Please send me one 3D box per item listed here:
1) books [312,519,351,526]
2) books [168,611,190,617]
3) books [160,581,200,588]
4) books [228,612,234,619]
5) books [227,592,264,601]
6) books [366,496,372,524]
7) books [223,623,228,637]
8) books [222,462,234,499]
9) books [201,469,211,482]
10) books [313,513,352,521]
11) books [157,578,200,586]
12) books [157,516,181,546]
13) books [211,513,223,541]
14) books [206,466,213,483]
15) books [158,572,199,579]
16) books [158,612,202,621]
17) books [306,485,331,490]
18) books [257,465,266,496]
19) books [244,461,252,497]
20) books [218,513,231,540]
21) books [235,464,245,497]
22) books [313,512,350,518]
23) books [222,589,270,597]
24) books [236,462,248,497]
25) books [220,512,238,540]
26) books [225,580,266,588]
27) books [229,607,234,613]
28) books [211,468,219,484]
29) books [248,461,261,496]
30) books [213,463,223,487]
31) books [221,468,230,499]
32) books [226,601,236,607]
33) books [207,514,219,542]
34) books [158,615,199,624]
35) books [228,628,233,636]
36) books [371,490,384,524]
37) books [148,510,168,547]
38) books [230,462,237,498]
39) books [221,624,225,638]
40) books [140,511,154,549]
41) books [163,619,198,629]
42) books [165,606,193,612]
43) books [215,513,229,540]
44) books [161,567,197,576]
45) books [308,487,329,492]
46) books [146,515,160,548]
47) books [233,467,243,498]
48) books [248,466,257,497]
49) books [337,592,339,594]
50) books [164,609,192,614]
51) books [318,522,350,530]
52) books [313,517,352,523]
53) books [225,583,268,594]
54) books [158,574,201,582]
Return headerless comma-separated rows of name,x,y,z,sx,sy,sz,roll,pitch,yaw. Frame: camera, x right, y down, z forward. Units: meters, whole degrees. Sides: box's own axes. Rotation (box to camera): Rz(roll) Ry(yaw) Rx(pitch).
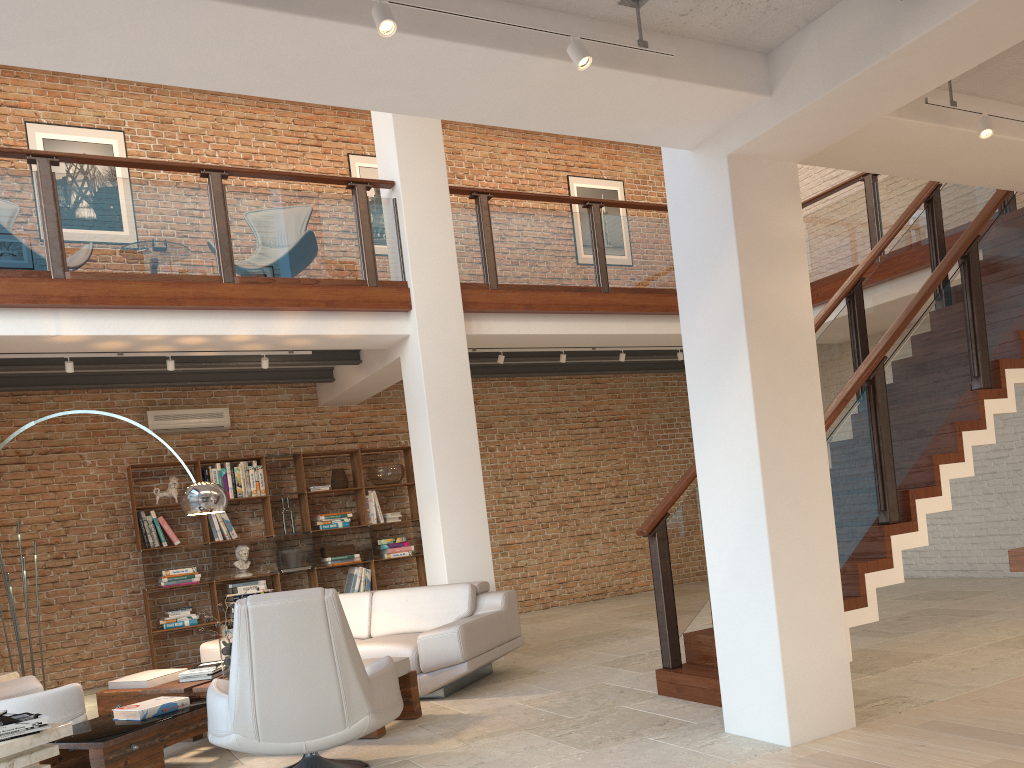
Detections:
books,-2.026,1.548,9.752,0.377,0.036,0.248,-2,-10,-28
books,-3.434,2.369,8.986,0.204,0.033,0.135,-2,-9,-28
books,-3.425,2.064,8.979,0.353,0.020,0.277,-2,-10,-28
books,-2.802,2.439,9.286,0.377,0.064,0.248,-1,-10,-34
books,-2.833,2.258,9.266,0.324,0.055,0.259,-1,-10,-33
books,-1.676,1.445,9.933,0.055,0.328,0.258,-7,-2,-29
books,-3.020,2.718,9.188,0.036,0.381,0.247,-8,-1,-29
books,-3.008,1.034,9.229,0.036,0.381,0.247,-8,-1,-29
books,-3.206,1.071,9.145,0.055,0.328,0.258,-7,-2,-29
books,-2.009,1.490,9.742,0.377,0.036,0.248,-1,-10,-35
books,-3.433,2.034,8.968,0.377,0.036,0.248,-1,-10,-33
books,-3.542,1.514,8.961,0.193,0.317,0.258,-6,-2,-29
books,-3.127,1.466,9.152,0.102,0.381,0.247,-7,-1,-29
books,-3.173,1.056,9.162,0.020,0.357,0.275,-8,-1,-29
books,-3.439,1.972,8.982,0.353,0.020,0.277,-2,-10,-30
books,-3.418,2.390,8.967,0.377,0.018,0.248,0,-11,-36
books,-2.150,1.146,9.637,0.235,0.018,0.174,0,-11,-35
books,-2.728,1.057,9.409,0.055,0.328,0.258,-7,-2,-29
books,-2.848,1.030,9.327,0.036,0.381,0.247,-8,-1,-29
books,-3.069,1.484,9.204,0.123,0.346,0.275,-7,-2,-29
books,-2.905,1.045,9.296,0.020,0.357,0.275,-8,-1,-29
books,-2.023,1.465,9.757,0.353,0.020,0.277,-2,-10,-30
books,-2.829,2.222,9.283,0.441,0.020,0.277,-2,-10,-28
books,-2.887,1.034,9.321,0.036,0.381,0.247,-8,-1,-29
books,-3.019,1.488,9.215,0.157,0.327,0.258,-6,-2,-29
books,-2.843,2.132,9.294,0.377,0.036,0.248,-2,-10,-28
books,-2.819,2.383,9.301,0.360,0.055,0.287,-2,-9,-26
books,-3.129,1.065,9.165,0.055,0.328,0.258,-7,-2,-29
books,-2.766,1.028,9.371,0.036,0.381,0.247,-8,-1,-29
books,-3.093,1.037,9.190,0.036,0.381,0.247,-8,-1,-29
books,-3.056,1.066,9.226,0.055,0.328,0.258,-7,-2,-29
books,-2.808,2.320,9.290,0.377,0.064,0.248,1,-11,-41
books,-3.172,1.471,9.155,0.100,0.381,0.247,-7,-1,-29
books,-3.434,2.420,8.969,0.377,0.036,0.248,-2,-10,-28
books,-2.972,2.741,9.204,0.057,0.328,0.258,-7,-2,-29
books,-1.575,1.418,10.013,0.100,0.381,0.247,-7,-1,-29
books,-3.616,1.481,8.896,0.120,0.379,0.247,-7,-1,-29
books,-2.981,1.035,9.256,0.036,0.381,0.247,-8,-1,-29
books,-3.044,2.716,9.157,0.036,0.381,0.247,-8,-1,-29
books,-3.715,1.485,8.856,0.090,0.382,0.247,-7,-1,-29
books,-3.406,2.464,8.973,0.325,0.055,0.259,-4,-9,-18
books,-3.431,2.314,8.974,0.250,0.017,0.165,-2,-10,-28
books,-3.084,1.483,9.186,0.123,0.346,0.275,-7,-2,-29
books,-3.435,1.933,8.983,0.324,0.055,0.259,-2,-9,-26
books,-2.139,1.171,9.634,0.204,0.033,0.135,-2,-9,-28
books,-3.676,1.512,8.898,0.101,0.332,0.258,-7,-2,-29
books,-2.930,1.058,9.265,0.055,0.328,0.258,-7,-2,-29
books,-2.802,1.055,9.344,0.055,0.328,0.258,-7,-2,-29
books,-2.026,2.347,9.740,0.131,0.033,0.209,-1,-10,-33
books,-3.445,2.344,8.988,0.235,0.018,0.174,0,-11,-35
books,-1.999,1.592,9.755,0.325,0.055,0.259,-4,-9,-18
books,-2.011,1.519,9.749,0.377,0.018,0.248,0,-11,-36
books,-2.835,2.183,9.302,0.377,0.064,0.248,-1,-10,-34
books,-3.424,1.996,8.966,0.377,0.036,0.248,-1,-10,-35
